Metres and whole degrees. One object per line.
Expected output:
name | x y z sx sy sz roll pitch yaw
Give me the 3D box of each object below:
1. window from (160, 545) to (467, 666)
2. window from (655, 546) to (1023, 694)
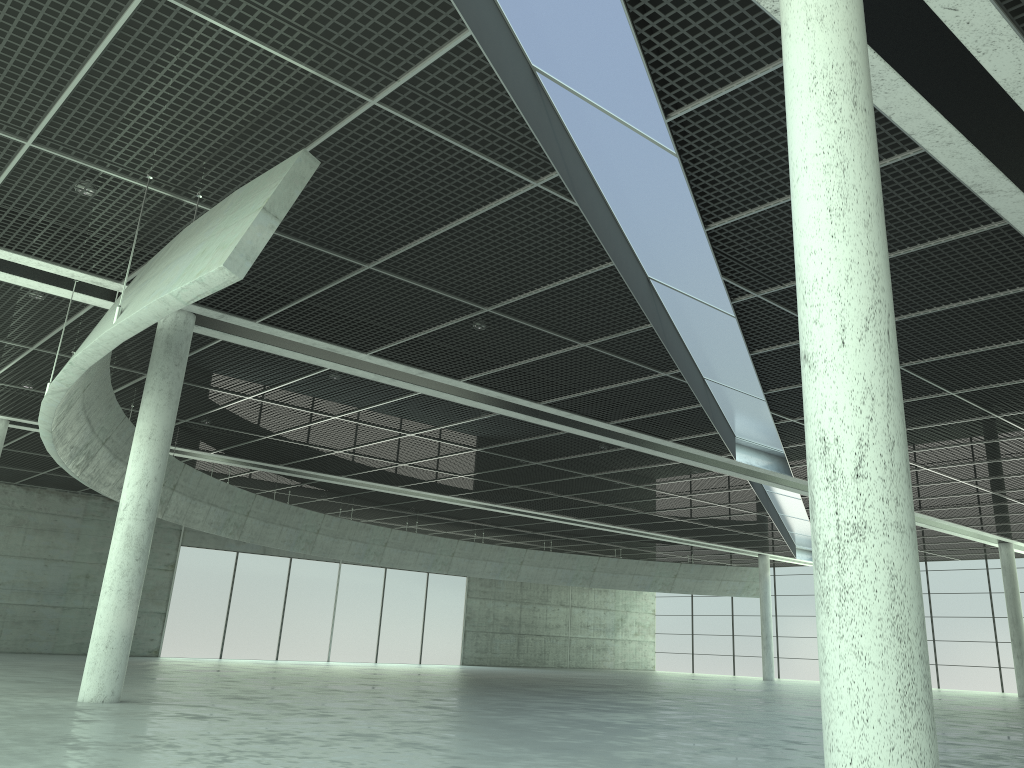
window | -17.699 25.202 88.321 33.513 10.664 0.159 18 -24 -39
window | 15.909 12.695 53.764 100.739 16.083 99.597 18 -24 -39
